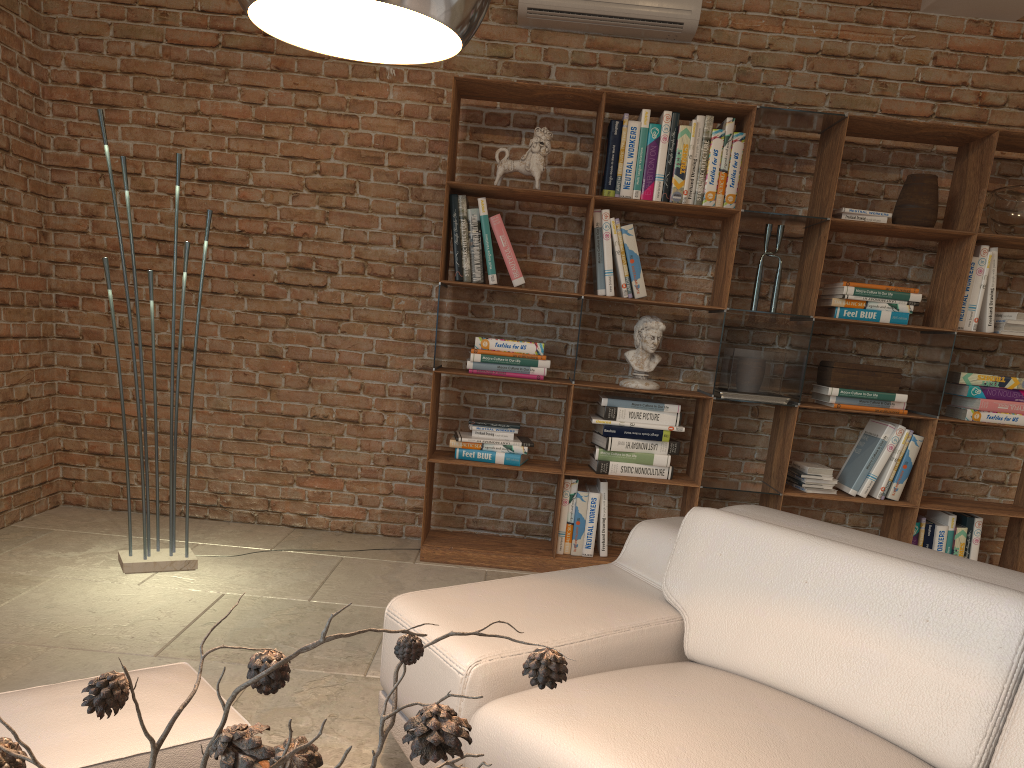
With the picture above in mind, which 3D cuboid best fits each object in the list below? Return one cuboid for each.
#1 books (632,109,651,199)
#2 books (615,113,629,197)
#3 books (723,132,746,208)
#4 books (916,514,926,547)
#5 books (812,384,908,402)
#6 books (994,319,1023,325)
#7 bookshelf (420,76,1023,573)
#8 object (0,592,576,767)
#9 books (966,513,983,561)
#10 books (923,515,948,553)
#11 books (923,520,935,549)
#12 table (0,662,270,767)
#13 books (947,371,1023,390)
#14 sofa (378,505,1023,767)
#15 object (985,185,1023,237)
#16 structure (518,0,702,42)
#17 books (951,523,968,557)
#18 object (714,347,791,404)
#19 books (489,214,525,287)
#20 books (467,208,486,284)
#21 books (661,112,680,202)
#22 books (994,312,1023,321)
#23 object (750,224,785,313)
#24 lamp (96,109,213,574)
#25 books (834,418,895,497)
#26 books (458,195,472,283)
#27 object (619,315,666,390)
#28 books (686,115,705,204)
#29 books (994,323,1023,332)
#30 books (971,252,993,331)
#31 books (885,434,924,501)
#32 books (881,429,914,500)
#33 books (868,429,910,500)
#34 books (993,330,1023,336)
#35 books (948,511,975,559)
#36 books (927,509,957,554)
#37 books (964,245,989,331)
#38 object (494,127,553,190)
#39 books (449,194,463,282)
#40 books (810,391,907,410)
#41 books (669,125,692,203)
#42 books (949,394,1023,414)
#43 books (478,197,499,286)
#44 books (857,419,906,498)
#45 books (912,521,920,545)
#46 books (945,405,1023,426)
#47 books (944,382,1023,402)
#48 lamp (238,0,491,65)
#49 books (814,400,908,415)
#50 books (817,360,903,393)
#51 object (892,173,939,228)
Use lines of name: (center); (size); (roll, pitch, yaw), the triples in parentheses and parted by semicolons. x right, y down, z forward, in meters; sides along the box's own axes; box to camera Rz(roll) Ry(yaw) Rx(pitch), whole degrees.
books: (0.579, -1.029, 4.010); (0.036, 0.396, 0.235); (5, 11, 1)
books: (0.493, -1.025, 4.026); (0.021, 0.371, 0.262); (5, 10, 1)
books: (1.001, -0.963, 4.041); (0.055, 0.340, 0.246); (5, 10, 0)
books: (2.026, 0.829, 4.455); (0.051, 0.371, 0.262); (5, 10, 1)
books: (1.684, 0.044, 4.241); (0.380, 0.037, 0.237); (5, 4, -1)
books: (2.392, -0.291, 4.159); (0.171, 0.019, 0.230); (6, 4, 3)
bookshelf: (1.159, -0.095, 4.214); (3.034, 2.276, 0.351); (5, 14, 0)
object: (-0.193, 0.441, 0.711); (0.542, 0.627, 0.306); (0, 13, -28)
books: (2.293, 0.843, 4.436); (0.069, 0.398, 0.235); (5, 11, 0)
books: (2.118, 0.854, 4.442); (0.083, 0.344, 0.246); (5, 10, 0)
books: (2.063, 0.847, 4.460); (0.083, 0.344, 0.246); (5, 10, 0)
table: (-0.616, 0.892, 0.676); (1.964, 0.443, 2.149); (2, 6, -39)
books: (2.317, -0.017, 4.245); (0.325, 0.057, 0.248); (6, 5, 10)
sofa: (0.822, 0.794, 1.632); (1.139, 0.780, 2.270); (-1, 8, -40)
object: (2.423, -0.769, 4.030); (0.429, 0.226, 0.432); (11, 8, 41)
structure: (0.441, -1.742, 3.956); (0.812, 0.227, 0.193); (5, 10, 0)
books: (2.209, 0.863, 4.437); (0.083, 0.344, 0.246); (5, 10, 0)
object: (1.154, -0.046, 4.209); (0.336, 0.241, 0.275); (5, 8, 0)
books: (-0.021, -0.623, 4.141); (0.195, 0.329, 0.246); (5, 10, 0)
books: (-0.167, -0.645, 4.146); (0.102, 0.345, 0.246); (5, 10, 0)
books: (0.710, -1.017, 4.016); (0.036, 0.396, 0.235); (5, 11, 1)
books: (2.386, -0.318, 4.148); (0.133, 0.035, 0.199); (5, 4, -10)
object: (1.200, -0.537, 4.069); (0.121, 0.412, 0.059); (6, 14, 2)
lamp: (-1.471, -0.108, 3.609); (0.417, 1.881, 0.192); (-2, 15, -29)
books: (1.751, 0.364, 4.350); (0.163, 0.384, 0.235); (5, 11, 0)
books: (-0.217, -0.674, 4.121); (0.091, 0.397, 0.235); (5, 11, 0)
object: (0.637, -0.155, 4.217); (0.195, 0.362, 0.188); (9, 12, 15)
books: (0.824, -1.007, 4.029); (0.036, 0.396, 0.235); (5, 11, 1)
books: (2.381, -0.265, 4.161); (0.132, 0.035, 0.201); (6, 4, 10)
books: (2.164, -0.431, 4.136); (0.021, 0.371, 0.262); (5, 10, 1)
books: (1.908, 0.398, 4.337); (0.116, 0.345, 0.246); (5, 10, 0)
books: (1.865, 0.385, 4.349); (0.098, 0.366, 0.262); (5, 10, 0)
books: (1.844, 0.382, 4.339); (0.098, 0.366, 0.262); (5, 10, 0)
books: (2.387, -0.239, 4.182); (0.170, 0.019, 0.230); (6, 4, 8)
books: (2.257, 0.838, 4.445); (0.069, 0.398, 0.235); (5, 11, 0)
books: (2.166, 0.830, 4.440); (0.069, 0.398, 0.235); (5, 11, 0)
books: (2.137, -0.446, 4.123); (0.036, 0.396, 0.235); (5, 11, 1)
object: (0.050, -1.031, 3.968); (0.251, 0.292, 0.126); (7, 12, 7)
books: (-0.254, -0.676, 4.113); (0.091, 0.397, 0.235); (5, 11, 0)
books: (1.695, 0.080, 4.284); (0.380, 0.037, 0.237); (5, 4, -5)
books: (0.754, -0.984, 4.008); (0.055, 0.340, 0.246); (5, 10, 0)
books: (2.368, 0.102, 4.263); (0.327, 0.057, 0.247); (5, 5, -5)
books: (-0.110, -0.661, 4.111); (0.121, 0.394, 0.235); (5, 11, 0)
books: (1.792, 0.369, 4.327); (0.161, 0.385, 0.235); (5, 11, 0)
books: (1.987, 0.840, 4.459); (0.083, 0.344, 0.246); (5, 10, 0)
books: (2.338, 0.156, 4.276); (0.326, 0.057, 0.247); (6, 5, 2)
books: (2.329, 0.041, 4.259); (0.326, 0.057, 0.247); (5, 5, 0)
lamp: (-0.891, -0.184, 1.603); (1.992, 2.429, 0.314); (12, 15, 35)
books: (1.706, 0.111, 4.277); (0.356, 0.021, 0.264); (5, 4, -2)
books: (1.680, -0.036, 4.231); (0.335, 0.123, 0.206); (5, 7, 0)
object: (1.852, -0.826, 3.983); (0.192, 0.240, 0.188); (-4, 13, -42)
